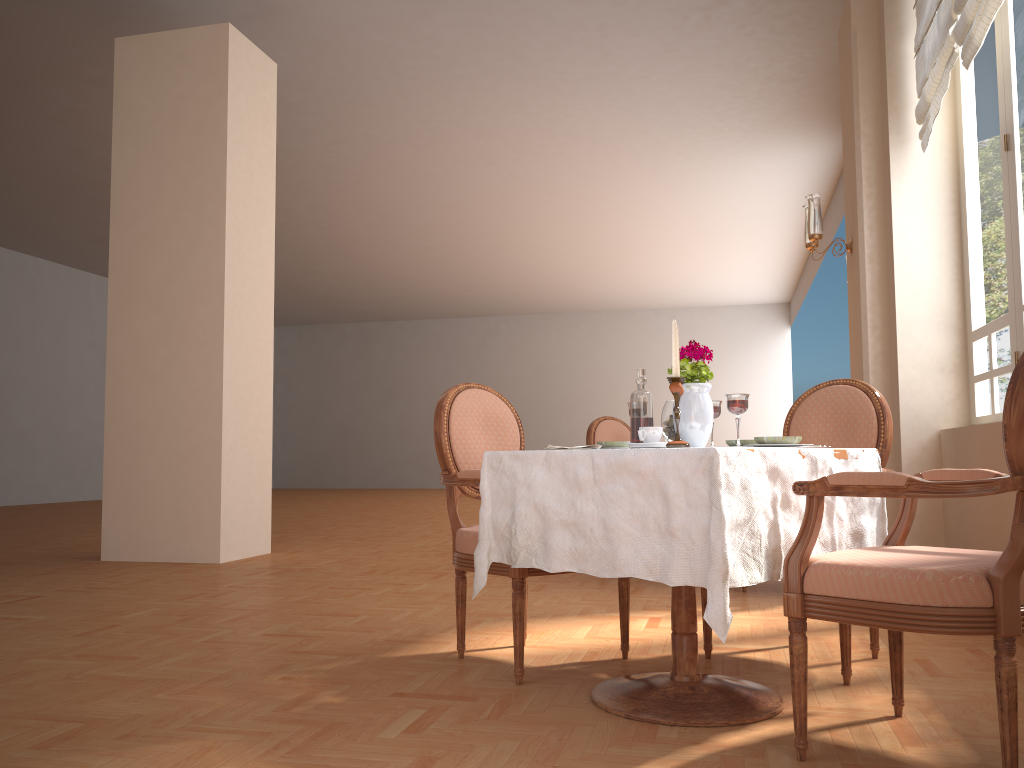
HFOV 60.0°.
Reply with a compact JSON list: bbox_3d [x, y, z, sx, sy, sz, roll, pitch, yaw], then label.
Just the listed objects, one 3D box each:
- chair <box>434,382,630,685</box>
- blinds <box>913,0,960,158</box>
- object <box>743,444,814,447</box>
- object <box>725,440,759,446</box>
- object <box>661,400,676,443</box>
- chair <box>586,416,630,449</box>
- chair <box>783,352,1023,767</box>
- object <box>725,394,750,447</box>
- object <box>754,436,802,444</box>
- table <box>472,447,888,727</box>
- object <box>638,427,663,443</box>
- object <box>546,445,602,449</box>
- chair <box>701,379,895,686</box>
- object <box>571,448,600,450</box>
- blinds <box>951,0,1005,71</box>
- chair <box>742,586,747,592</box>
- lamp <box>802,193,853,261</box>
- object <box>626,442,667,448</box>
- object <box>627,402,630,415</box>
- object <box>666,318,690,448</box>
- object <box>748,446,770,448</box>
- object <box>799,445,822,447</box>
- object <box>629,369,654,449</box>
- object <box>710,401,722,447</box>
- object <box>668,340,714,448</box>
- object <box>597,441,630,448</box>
[{"bbox_3d":[0.030,0.441,2.955,0.521,0.930,0.593,4,-6,-43],"label":"chair"},{"bbox_3d":[2.151,-1.938,4.520,0.072,1.375,0.844,-1,-5,14],"label":"blinds"},{"bbox_3d":[0.677,0.157,2.255,0.171,0.005,0.171,2,-5,-26],"label":"object"},{"bbox_3d":[0.690,0.177,2.615,0.117,0.024,0.117,0,-5,-7],"label":"object"},{"bbox_3d":[0.473,0.116,2.536,0.093,0.138,0.093,-4,-6,42],"label":"object"},{"bbox_3d":[0.750,0.652,5.473,0.521,0.930,0.593,2,-5,-32],"label":"chair"},{"bbox_3d":[0.961,0.347,1.939,0.521,0.930,0.593,4,-6,-43],"label":"chair"},{"bbox_3d":[0.577,0.094,2.266,0.062,0.135,0.062,-5,-6,45],"label":"object"},{"bbox_3d":[0.676,0.147,2.255,0.117,0.024,0.117,3,-6,-35],"label":"object"},{"bbox_3d":[0.465,0.518,2.439,0.837,0.680,0.830,4,-6,-43],"label":"table"},{"bbox_3d":[0.364,0.140,2.365,0.078,0.049,0.062,1,-5,-14],"label":"object"},{"bbox_3d":[0.138,0.175,2.461,0.095,0.012,0.234,3,-6,-38],"label":"object"},{"bbox_3d":[0.975,0.432,2.926,0.593,0.930,0.521,4,-6,-43],"label":"chair"},{"bbox_3d":[0.212,0.191,2.607,0.027,0.006,0.126,4,-7,-43],"label":"object"},{"bbox_3d":[1.957,-2.076,3.723,0.085,1.234,0.788,-1,-5,14],"label":"blinds"},{"bbox_3d":[1.463,0.546,4.294,0.521,0.930,0.593,2,-5,-32],"label":"chair"},{"bbox_3d":[1.957,-0.967,5.500,0.274,0.362,0.320,-1,-5,14],"label":"lamp"},{"bbox_3d":[0.371,0.164,2.365,0.119,0.016,0.119,-4,-6,33],"label":"object"},{"bbox_3d":[0.365,0.121,2.559,0.062,0.135,0.062,-5,-6,45],"label":"object"},{"bbox_3d":[0.417,0.001,2.245,0.059,0.325,0.177,-1,-4,12],"label":"object"},{"bbox_3d":[0.689,0.188,2.614,0.171,0.005,0.171,-5,-7,44],"label":"object"},{"bbox_3d":[0.750,0.163,2.318,0.013,0.004,0.127,4,-6,-39],"label":"object"},{"bbox_3d":[0.362,0.070,2.473,0.074,0.222,0.074,0,-4,-7],"label":"object"},{"bbox_3d":[0.569,0.117,2.527,0.062,0.135,0.062,-5,-6,45],"label":"object"},{"bbox_3d":[0.488,0.023,2.418,0.124,0.302,0.143,-1,-4,12],"label":"object"},{"bbox_3d":[0.317,0.188,2.707,0.117,0.024,0.117,-3,-5,24],"label":"object"}]
